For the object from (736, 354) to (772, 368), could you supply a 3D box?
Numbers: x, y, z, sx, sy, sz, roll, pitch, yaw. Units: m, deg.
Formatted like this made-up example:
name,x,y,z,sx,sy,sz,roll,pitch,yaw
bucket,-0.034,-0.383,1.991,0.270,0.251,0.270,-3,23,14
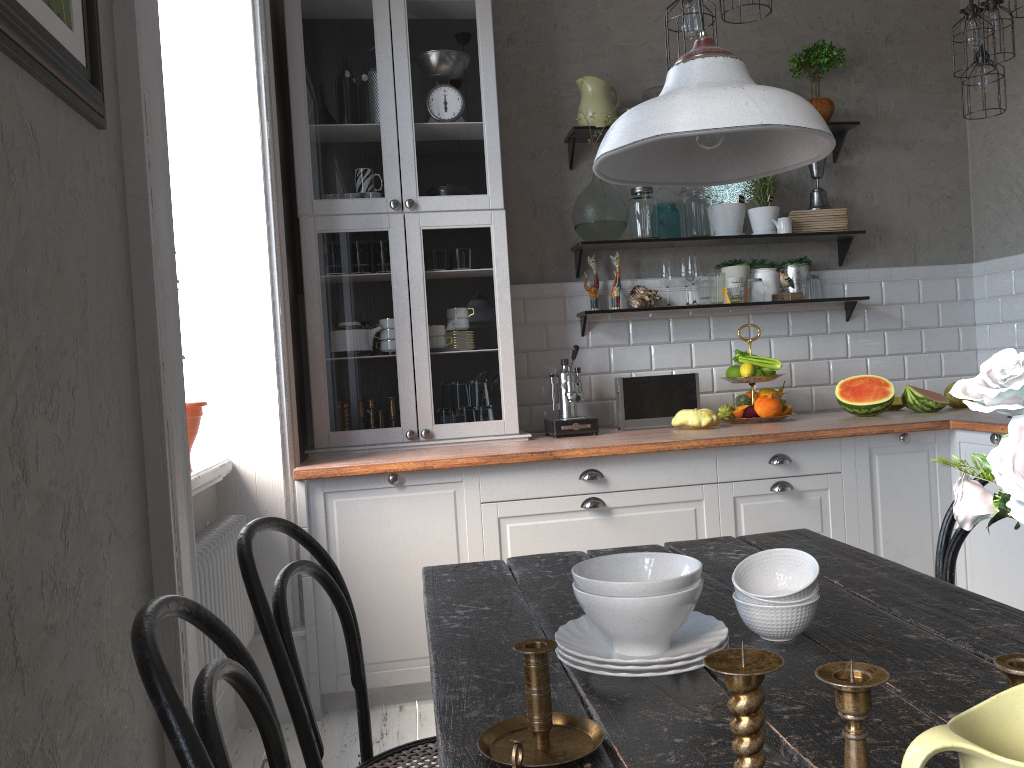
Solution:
name,x,y,z,sx,sy,sz,roll,pitch,yaw
object,1.069,-0.097,3.872,0.179,0.096,0.089,-3,1,12

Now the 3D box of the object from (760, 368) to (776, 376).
name,x,y,z,sx,sy,sz,roll,pitch,yaw
object,1.086,-0.040,3.812,0.077,0.062,0.098,-4,1,-35

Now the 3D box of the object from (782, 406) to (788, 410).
name,x,y,z,sx,sy,sz,roll,pitch,yaw
object,1.121,0.109,3.905,0.213,0.044,0.055,-3,1,30

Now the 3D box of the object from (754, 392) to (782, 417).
name,x,y,z,sx,sy,sz,roll,pitch,yaw
object,1.070,0.090,3.706,0.115,0.111,0.109,-4,1,-41

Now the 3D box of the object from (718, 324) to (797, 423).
name,x,y,z,sx,sy,sz,roll,pitch,yaw
object,1.035,-0.048,3.825,0.357,0.425,0.346,-4,1,-23

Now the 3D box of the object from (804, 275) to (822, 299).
name,x,y,z,sx,sy,sz,roll,pitch,yaw
object,1.358,-0.436,4.006,0.078,0.108,0.077,-4,1,-15

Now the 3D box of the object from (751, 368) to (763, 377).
name,x,y,z,sx,sy,sz,roll,pitch,yaw
object,1.035,-0.038,3.770,0.064,0.061,0.066,-4,1,-8

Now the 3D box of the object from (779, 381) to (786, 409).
name,x,y,z,sx,sy,sz,roll,pitch,yaw
object,1.163,0.049,3.862,0.060,0.120,0.127,-3,1,16

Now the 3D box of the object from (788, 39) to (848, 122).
name,x,y,z,sx,sy,sz,roll,pitch,yaw
object,1.398,-1.364,4.042,0.258,0.397,0.244,-3,1,17

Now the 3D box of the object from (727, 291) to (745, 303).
name,x,y,z,sx,sy,sz,roll,pitch,yaw
object,0.991,-0.383,3.918,0.078,0.051,0.076,-4,1,-15

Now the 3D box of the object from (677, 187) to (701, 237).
name,x,y,z,sx,sy,sz,roll,pitch,yaw
object,0.830,-0.777,4.072,0.132,0.264,0.131,-4,1,-3

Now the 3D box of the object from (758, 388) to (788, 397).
name,x,y,z,sx,sy,sz,roll,pitch,yaw
object,1.135,0.044,3.865,0.128,0.056,0.059,-4,1,-16

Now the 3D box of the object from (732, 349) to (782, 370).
name,x,y,z,sx,sy,sz,roll,pitch,yaw
object,1.049,-0.105,3.800,0.211,0.101,0.067,-4,1,-3

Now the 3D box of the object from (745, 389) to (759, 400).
name,x,y,z,sx,sy,sz,roll,pitch,yaw
object,1.054,0.067,3.894,0.086,0.093,0.086,-4,1,-12

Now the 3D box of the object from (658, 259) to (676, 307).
name,x,y,z,sx,sy,sz,roll,pitch,yaw
object,0.699,-0.448,3.975,0.083,0.217,0.080,-4,1,-22

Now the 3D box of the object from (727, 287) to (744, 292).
name,x,y,z,sx,sy,sz,roll,pitch,yaw
object,0.990,-0.400,3.918,0.078,0.051,0.076,-4,1,-15

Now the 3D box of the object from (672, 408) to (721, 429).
name,x,y,z,sx,sy,sz,roll,pitch,yaw
object,0.750,0.141,3.613,0.198,0.083,0.188,-4,1,-8

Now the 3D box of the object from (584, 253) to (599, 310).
name,x,y,z,sx,sy,sz,roll,pitch,yaw
object,0.355,-0.447,3.920,0.054,0.264,0.060,-4,1,-37

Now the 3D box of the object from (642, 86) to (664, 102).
name,x,y,z,sx,sy,sz,roll,pitch,yaw
object,0.667,-1.210,3.932,0.169,0.184,0.175,-3,1,31

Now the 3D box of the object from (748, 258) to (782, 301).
name,x,y,z,sx,sy,sz,roll,pitch,yaw
object,1.160,-0.475,4.080,0.171,0.214,0.149,-3,1,22

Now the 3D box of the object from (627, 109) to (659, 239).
name,x,y,z,sx,sy,sz,roll,pitch,yaw
object,0.560,-0.897,3.822,0.194,0.540,0.277,-4,1,-16

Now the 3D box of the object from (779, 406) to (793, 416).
name,x,y,z,sx,sy,sz,roll,pitch,yaw
object,1.153,0.119,3.788,0.088,0.051,0.069,-3,1,40

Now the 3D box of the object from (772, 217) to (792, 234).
name,x,y,z,sx,sy,sz,roll,pitch,yaw
object,1.217,-0.705,3.958,0.104,0.071,0.063,-3,1,22

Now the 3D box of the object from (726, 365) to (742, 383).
name,x,y,z,sx,sy,sz,roll,pitch,yaw
object,0.972,-0.041,3.820,0.097,0.078,0.099,-4,1,-21

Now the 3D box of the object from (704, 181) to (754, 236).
name,x,y,z,sx,sy,sz,roll,pitch,yaw
object,0.996,-0.834,4.038,0.243,0.354,0.236,-3,1,10

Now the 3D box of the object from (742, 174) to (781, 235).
name,x,y,z,sx,sy,sz,roll,pitch,yaw
object,1.134,-0.854,4.007,0.166,0.380,0.188,-3,1,43

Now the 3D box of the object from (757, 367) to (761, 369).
name,x,y,z,sx,sy,sz,roll,pitch,yaw
object,1.093,-0.050,3.880,0.063,0.060,0.064,-4,1,-21

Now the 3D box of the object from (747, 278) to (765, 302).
name,x,y,z,sx,sy,sz,roll,pitch,yaw
object,1.097,-0.419,3.990,0.078,0.108,0.077,-4,1,-15

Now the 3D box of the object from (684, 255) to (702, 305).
name,x,y,z,sx,sy,sz,roll,pitch,yaw
object,0.798,-0.453,3.897,0.083,0.217,0.080,-4,1,-22

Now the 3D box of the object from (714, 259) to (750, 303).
name,x,y,z,sx,sy,sz,roll,pitch,yaw
object,1.006,-0.470,4.047,0.159,0.217,0.153,-4,1,-28

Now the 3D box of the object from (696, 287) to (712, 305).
name,x,y,z,sx,sy,sz,roll,pitch,yaw
object,0.878,-0.393,4.019,0.077,0.083,0.078,-3,1,10

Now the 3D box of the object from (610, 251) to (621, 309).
name,x,y,z,sx,sy,sz,roll,pitch,yaw
object,0.462,-0.453,3.921,0.052,0.264,0.062,-3,1,28

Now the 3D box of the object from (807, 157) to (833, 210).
name,x,y,z,sx,sy,sz,roll,pitch,yaw
object,1.406,-0.935,4.075,0.133,0.287,0.128,-4,1,-23

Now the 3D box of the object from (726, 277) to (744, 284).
name,x,y,z,sx,sy,sz,roll,pitch,yaw
object,0.987,-0.443,3.917,0.078,0.051,0.076,-4,1,-22

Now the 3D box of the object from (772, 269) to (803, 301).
name,x,y,z,sx,sy,sz,roll,pitch,yaw
object,1.246,-0.445,4.006,0.121,0.147,0.098,-4,1,-40

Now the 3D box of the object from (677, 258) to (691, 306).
name,x,y,z,sx,sy,sz,roll,pitch,yaw
object,0.785,-0.454,3.985,0.083,0.217,0.080,-4,1,-22

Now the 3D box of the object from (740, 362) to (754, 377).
name,x,y,z,sx,sy,sz,roll,pitch,yaw
object,0.994,-0.058,3.748,0.059,0.069,0.079,-3,1,12

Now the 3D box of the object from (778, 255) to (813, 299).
name,x,y,z,sx,sy,sz,roll,pitch,yaw
object,1.323,-0.484,4.115,0.160,0.213,0.152,-4,1,-10

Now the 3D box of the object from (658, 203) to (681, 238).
name,x,y,z,sx,sy,sz,roll,pitch,yaw
object,0.694,-0.722,3.990,0.126,0.172,0.125,-4,1,-5

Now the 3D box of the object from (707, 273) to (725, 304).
name,x,y,z,sx,sy,sz,roll,pitch,yaw
object,0.915,-0.422,3.949,0.080,0.139,0.077,-4,1,-35

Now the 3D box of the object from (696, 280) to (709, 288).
name,x,y,z,sx,sy,sz,roll,pitch,yaw
object,0.876,-0.427,4.018,0.077,0.083,0.078,-3,1,10

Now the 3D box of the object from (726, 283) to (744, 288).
name,x,y,z,sx,sy,sz,roll,pitch,yaw
object,0.989,-0.417,3.917,0.076,0.051,0.078,-3,1,11

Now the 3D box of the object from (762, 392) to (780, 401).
name,x,y,z,sx,sy,sz,roll,pitch,yaw
object,1.100,0.076,3.787,0.088,0.078,0.089,-3,1,18

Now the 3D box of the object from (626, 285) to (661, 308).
name,x,y,z,sx,sy,sz,roll,pitch,yaw
object,0.572,-0.385,3.915,0.180,0.111,0.094,-4,1,-31

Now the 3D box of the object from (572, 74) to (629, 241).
name,x,y,z,sx,sy,sz,roll,pitch,yaw
object,0.377,-0.955,3.836,0.341,0.674,0.331,-4,1,-40

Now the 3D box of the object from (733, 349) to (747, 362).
name,x,y,z,sx,sy,sz,roll,pitch,yaw
object,0.981,-0.122,3.793,0.074,0.058,0.050,-4,1,-31

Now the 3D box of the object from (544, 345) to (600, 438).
name,x,y,z,sx,sy,sz,roll,pitch,yaw
object,0.244,0.029,3.646,0.207,0.370,0.351,-4,1,-7

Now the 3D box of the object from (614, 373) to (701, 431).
name,x,y,z,sx,sy,sz,roll,pitch,yaw
object,0.624,0.075,3.796,0.354,0.226,0.087,-4,1,-9

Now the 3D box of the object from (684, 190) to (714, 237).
name,x,y,z,sx,sy,sz,roll,pitch,yaw
object,0.826,-0.746,3.921,0.123,0.206,0.126,-3,1,15
